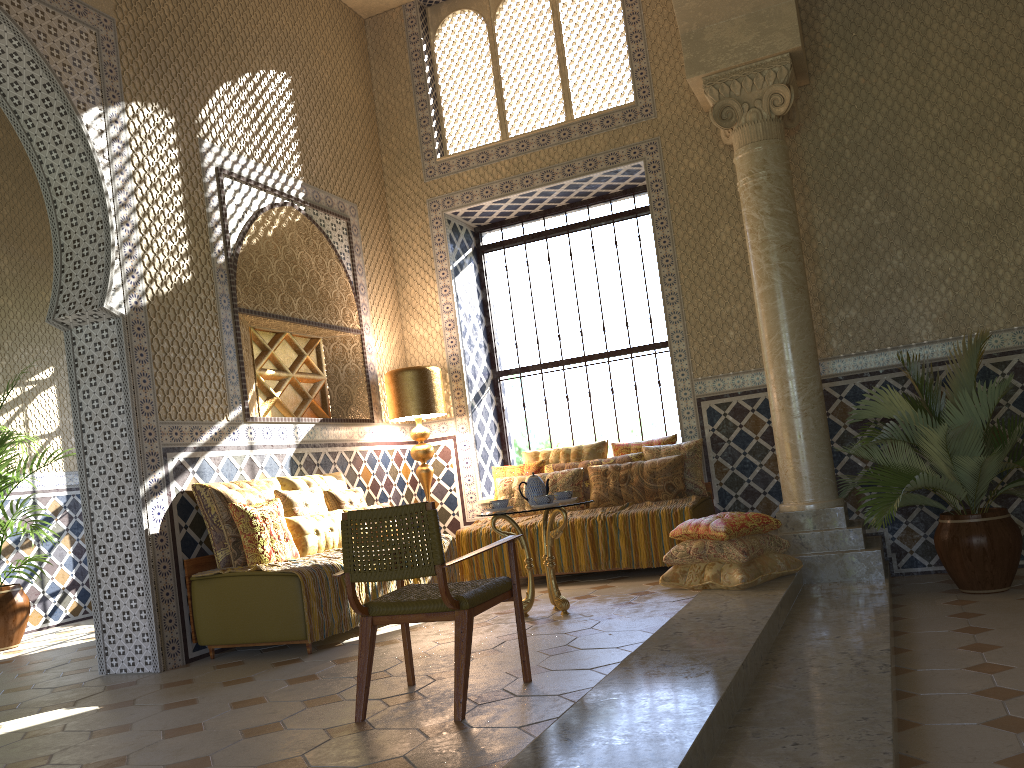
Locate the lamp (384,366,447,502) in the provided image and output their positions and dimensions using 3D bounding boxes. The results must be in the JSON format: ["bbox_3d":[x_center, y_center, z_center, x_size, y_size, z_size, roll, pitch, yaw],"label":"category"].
[{"bbox_3d":[-1.106,1.206,11.342,0.736,2.806,0.739,-7,-3,-8],"label":"lamp"}]

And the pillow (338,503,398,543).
[{"bbox_3d":[-1.539,1.551,9.696,0.272,0.449,0.983,-9,-6,22],"label":"pillow"}]

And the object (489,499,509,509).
[{"bbox_3d":[-0.117,1.138,8.302,0.184,0.100,0.183,-8,-5,4],"label":"object"}]

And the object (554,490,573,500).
[{"bbox_3d":[0.492,1.073,8.428,0.184,0.100,0.183,-8,-5,11],"label":"object"}]

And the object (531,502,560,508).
[{"bbox_3d":[0.295,1.074,7.823,0.256,0.032,0.256,-9,-6,19],"label":"object"}]

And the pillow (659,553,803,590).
[{"bbox_3d":[2.140,1.821,8.655,1.041,0.367,0.996,-2,-8,-42],"label":"pillow"}]

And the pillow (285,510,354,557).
[{"bbox_3d":[-1.902,1.507,8.832,0.272,0.449,0.983,-9,-6,22],"label":"pillow"}]

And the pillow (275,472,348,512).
[{"bbox_3d":[-2.079,1.389,9.734,0.423,0.829,1.193,-9,-5,22],"label":"pillow"}]

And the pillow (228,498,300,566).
[{"bbox_3d":[-2.246,1.377,8.108,0.346,0.649,0.685,-9,-5,22],"label":"pillow"}]

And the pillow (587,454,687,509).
[{"bbox_3d":[1.449,1.171,10.404,1.195,0.545,0.329,-10,-4,23],"label":"pillow"}]

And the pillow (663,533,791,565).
[{"bbox_3d":[2.093,1.624,8.664,0.936,0.346,0.879,-12,-8,43],"label":"pillow"}]

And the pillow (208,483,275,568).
[{"bbox_3d":[-2.442,1.332,8.346,0.384,0.778,0.834,-9,-5,23],"label":"pillow"}]

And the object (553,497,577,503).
[{"bbox_3d":[0.497,1.111,8.427,0.256,0.032,0.257,-7,-6,1],"label":"object"}]

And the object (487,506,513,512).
[{"bbox_3d":[-0.112,1.176,8.301,0.256,0.032,0.257,-7,-6,1],"label":"object"}]

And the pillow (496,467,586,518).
[{"bbox_3d":[0.331,1.363,10.876,1.195,0.545,0.329,-10,-4,23],"label":"pillow"}]

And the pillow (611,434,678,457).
[{"bbox_3d":[1.641,1.062,10.881,0.858,0.798,0.393,-9,-4,23],"label":"pillow"}]

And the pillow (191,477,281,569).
[{"bbox_3d":[-2.543,1.333,8.631,0.423,0.829,1.193,-9,-5,22],"label":"pillow"}]

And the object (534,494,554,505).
[{"bbox_3d":[0.291,1.036,7.824,0.183,0.100,0.184,-9,-5,19],"label":"object"}]

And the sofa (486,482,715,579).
[{"bbox_3d":[0.927,1.833,10.598,2.858,0.935,1.274,-10,-5,23],"label":"sofa"}]

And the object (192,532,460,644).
[{"bbox_3d":[-1.712,1.989,8.942,1.318,0.715,2.888,-9,-6,22],"label":"object"}]

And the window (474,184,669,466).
[{"bbox_3d":[-1.713,-0.110,13.161,8.505,3.979,0.574,-9,-3,19],"label":"window"}]

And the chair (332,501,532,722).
[{"bbox_3d":[-0.502,1.316,5.404,0.953,1.206,0.907,-9,-4,22],"label":"chair"}]

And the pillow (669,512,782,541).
[{"bbox_3d":[2.078,1.415,8.660,0.746,0.310,0.809,-4,-7,-33],"label":"pillow"}]

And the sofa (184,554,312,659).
[{"bbox_3d":[-1.762,2.008,8.976,1.277,0.934,2.852,-9,-6,22],"label":"sofa"}]

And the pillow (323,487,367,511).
[{"bbox_3d":[-1.763,1.456,9.738,0.314,0.636,0.682,-9,-5,23],"label":"pillow"}]

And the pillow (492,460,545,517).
[{"bbox_3d":[0.082,1.347,11.239,0.743,0.691,0.340,-9,-4,23],"label":"pillow"}]

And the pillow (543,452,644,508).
[{"bbox_3d":[0.999,1.217,10.830,1.345,0.613,0.370,-10,-4,23],"label":"pillow"}]

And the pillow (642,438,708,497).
[{"bbox_3d":[1.915,1.031,10.466,0.743,0.691,0.340,-9,-4,23],"label":"pillow"}]

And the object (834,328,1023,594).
[{"bbox_3d":[4.455,0.729,8.474,2.645,2.495,2.169,-8,-4,9],"label":"object"}]

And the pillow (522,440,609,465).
[{"bbox_3d":[0.669,1.193,11.228,1.196,0.830,0.422,-9,-4,23],"label":"pillow"}]

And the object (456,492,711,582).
[{"bbox_3d":[0.865,1.828,10.556,2.894,0.716,1.315,-10,-6,23],"label":"object"}]

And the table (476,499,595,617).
[{"bbox_3d":[0.277,1.619,8.138,1.098,0.978,1.107,-4,-6,-38],"label":"table"}]

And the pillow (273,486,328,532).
[{"bbox_3d":[-2.078,1.389,9.000,0.341,0.691,0.741,-9,-5,23],"label":"pillow"}]

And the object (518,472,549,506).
[{"bbox_3d":[0.213,0.977,8.205,0.273,0.323,0.199,-8,-4,12],"label":"object"}]

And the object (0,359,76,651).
[{"bbox_3d":[-6.471,1.448,10.586,2.264,3.542,2.753,-9,-4,26],"label":"object"}]
